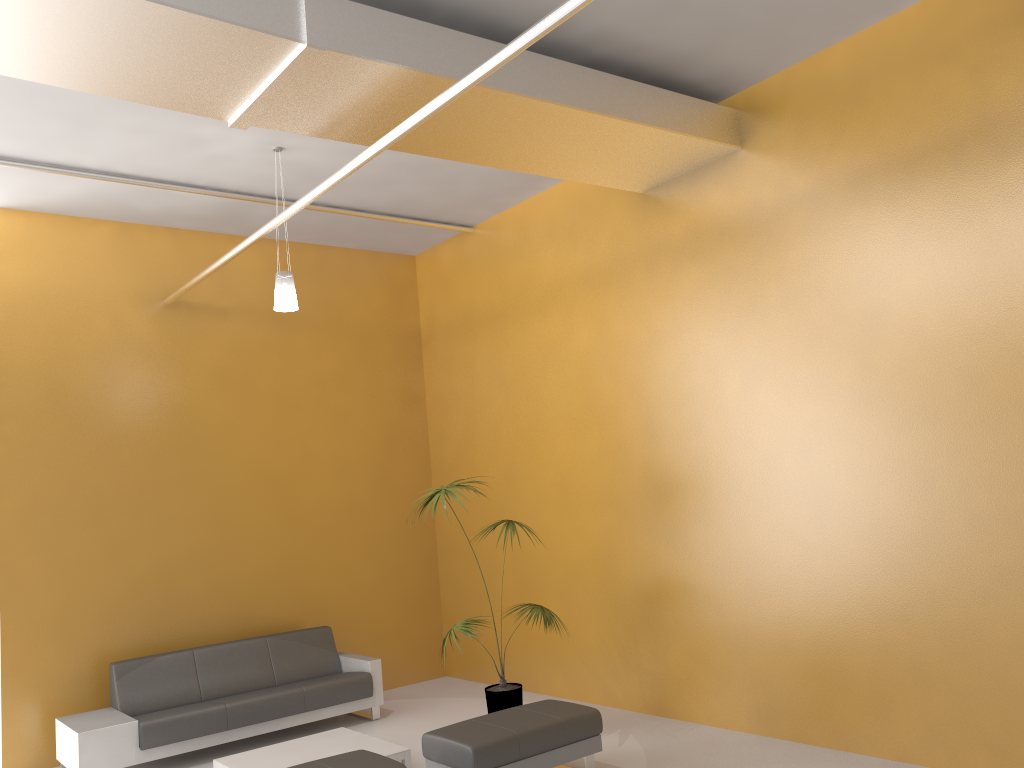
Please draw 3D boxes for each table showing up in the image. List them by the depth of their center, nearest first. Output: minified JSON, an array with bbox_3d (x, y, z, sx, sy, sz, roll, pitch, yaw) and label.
[{"bbox_3d":[-1.381,2.624,6.097,1.000,0.150,1.000,1,-9,-38],"label":"table"}]

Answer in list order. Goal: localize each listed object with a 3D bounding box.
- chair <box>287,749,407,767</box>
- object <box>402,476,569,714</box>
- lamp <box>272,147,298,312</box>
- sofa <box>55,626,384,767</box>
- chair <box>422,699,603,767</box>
[{"bbox_3d":[-1.103,2.278,4.652,1.012,0.423,0.575,1,-9,-38],"label":"chair"},{"bbox_3d":[-0.179,1.677,6.659,1.222,1.956,0.912,-5,-7,2],"label":"object"},{"bbox_3d":[-1.698,-1.150,6.538,0.174,1.227,0.174,-5,-7,3],"label":"lamp"},{"bbox_3d":[-2.292,2.532,7.181,2.400,0.761,0.860,1,-9,-38],"label":"sofa"},{"bbox_3d":[0.020,2.288,5.502,1.012,0.423,0.575,1,-9,-38],"label":"chair"}]
